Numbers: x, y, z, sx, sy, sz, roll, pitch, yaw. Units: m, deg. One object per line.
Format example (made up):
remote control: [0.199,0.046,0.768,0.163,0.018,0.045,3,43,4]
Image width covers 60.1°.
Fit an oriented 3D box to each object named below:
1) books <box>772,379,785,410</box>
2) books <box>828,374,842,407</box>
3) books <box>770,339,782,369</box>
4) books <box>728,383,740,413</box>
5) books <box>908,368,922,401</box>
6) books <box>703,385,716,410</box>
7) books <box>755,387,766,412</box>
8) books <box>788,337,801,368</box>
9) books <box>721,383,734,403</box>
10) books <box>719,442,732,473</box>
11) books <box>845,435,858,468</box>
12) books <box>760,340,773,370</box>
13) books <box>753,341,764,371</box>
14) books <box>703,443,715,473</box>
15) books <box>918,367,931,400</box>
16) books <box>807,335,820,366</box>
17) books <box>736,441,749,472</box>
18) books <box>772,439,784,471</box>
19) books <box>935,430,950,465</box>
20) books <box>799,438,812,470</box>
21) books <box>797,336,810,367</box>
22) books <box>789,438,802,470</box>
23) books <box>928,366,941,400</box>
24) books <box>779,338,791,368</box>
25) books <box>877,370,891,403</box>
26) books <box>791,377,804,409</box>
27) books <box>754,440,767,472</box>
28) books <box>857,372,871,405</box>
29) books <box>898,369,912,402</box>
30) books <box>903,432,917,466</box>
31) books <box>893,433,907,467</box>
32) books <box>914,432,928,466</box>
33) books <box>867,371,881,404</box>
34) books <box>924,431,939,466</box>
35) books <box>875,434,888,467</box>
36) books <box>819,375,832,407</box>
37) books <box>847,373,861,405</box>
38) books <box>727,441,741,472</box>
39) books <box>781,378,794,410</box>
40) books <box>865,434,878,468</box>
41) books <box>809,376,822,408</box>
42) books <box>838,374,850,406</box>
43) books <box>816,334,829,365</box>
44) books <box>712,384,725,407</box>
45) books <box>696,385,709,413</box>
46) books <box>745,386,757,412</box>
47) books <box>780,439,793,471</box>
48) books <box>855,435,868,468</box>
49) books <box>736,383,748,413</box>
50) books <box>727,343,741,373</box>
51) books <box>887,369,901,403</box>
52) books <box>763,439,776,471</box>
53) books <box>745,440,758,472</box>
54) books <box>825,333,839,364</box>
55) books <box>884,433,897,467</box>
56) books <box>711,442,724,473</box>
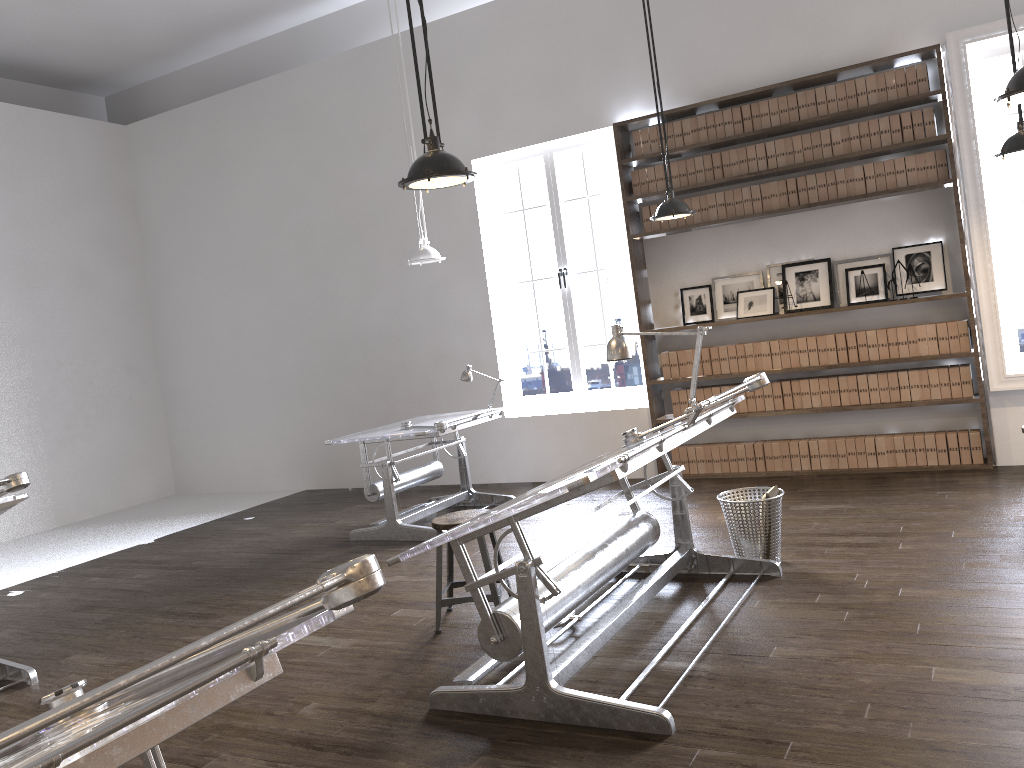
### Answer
books: [2.130,0.084,7.041,0.066,0.225,0.175,-7,2,29]
books: [2.500,0.049,6.834,0.066,0.225,0.175,-7,2,29]
books: [2.108,-0.236,7.020,0.067,0.225,0.175,-7,2,29]
books: [1.828,0.114,7.207,0.066,0.225,0.175,-7,2,29]
books: [2.990,0.002,6.559,0.066,0.225,0.175,-7,2,29]
books: [1.650,0.131,7.307,0.066,0.225,0.175,-7,2,29]
books: [2.007,0.096,7.109,0.066,0.225,0.175,-7,2,29]
books: [2.233,-0.249,6.958,0.066,0.225,0.175,-7,2,29]
books: [1.773,0.119,7.236,0.066,0.225,0.175,-7,2,29]
books: [1.769,0.603,7.282,0.066,0.225,0.175,-7,2,29]
books: [2.623,0.521,6.808,0.066,0.225,0.175,-7,2,29]
books: [2.046,-0.231,7.057,0.066,0.225,0.175,-7,2,29]
books: [1.993,-0.226,7.089,0.066,0.225,0.175,-7,2,29]
books: [1.652,0.614,7.346,0.066,0.225,0.175,-7,2,29]
books: [3.046,-0.004,6.530,0.066,0.225,0.175,-7,2,29]
books: [2.353,-0.260,6.882,0.066,0.225,0.175,-7,2,29]
books: [1.890,0.591,7.210,0.066,0.225,0.175,-7,2,29]
books: [2.140,0.567,7.074,0.066,0.225,0.175,-7,2,29]
books: [3.163,0.469,6.507,0.066,0.225,0.175,-7,2,29]
books: [2.320,0.550,6.972,0.066,0.225,0.175,-7,2,29]
books: [2.292,-0.254,6.920,0.066,0.225,0.175,-7,2,29]
books: [2.255,0.556,7.004,0.066,0.225,0.175,-7,2,29]
books: [3.101,-0.008,6.493,0.067,0.225,0.175,-7,2,29]
books: [2.171,-0.243,6.990,0.066,0.225,0.175,-7,2,29]
books: [2.808,0.019,6.665,0.066,0.225,0.175,-7,2,29]
books: [2.260,0.072,6.969,0.066,0.225,0.175,-7,2,29]
books: [2.017,0.579,7.138,0.067,0.225,0.175,-7,2,29]
books: [2.681,0.032,6.727,0.066,0.225,0.175,-7,2,29]
books: [2.926,0.008,6.592,0.067,0.225,0.175,-7,2,29]
books: [2.978,0.487,6.609,0.066,0.225,0.175,-7,2,29]
books: [2.917,0.493,6.637,0.067,0.225,0.175,-7,2,29]
books: [3.040,0.481,6.575,0.066,0.225,0.175,-7,2,29]
books: [2.745,0.026,6.695,0.066,0.225,0.175,-7,2,29]
books: [3.099,0.475,6.537,0.066,0.225,0.175,-7,2,29]
books: [2.805,0.503,6.702,0.066,0.225,0.175,-7,2,29]
books: [2.441,0.055,6.869,0.066,0.225,0.175,-7,2,29]
books: [2.618,0.038,6.762,0.067,0.225,0.175,-7,2,29]
books: [1.831,0.597,7.248,0.066,0.225,0.175,-7,2,29]
books: [2.193,0.079,7.000,0.067,0.225,0.175,-7,2,29]
books: [2.742,0.510,6.735,0.067,0.225,0.175,-7,2,29]
books: [2.378,0.061,6.899,0.066,0.225,0.175,-7,2,29]
books: [2.565,0.043,6.797,0.066,0.225,0.175,-7,2,29]
books: [2.416,-0.266,6.847,0.067,0.225,0.175,-7,2,29]
books: [1.709,0.125,7.270,0.067,0.225,0.175,-7,2,29]
books: [1.590,0.136,7.342,0.066,0.225,0.175,-7,2,29]
books: [1.945,0.102,7.143,0.066,0.225,0.175,-7,2,29]
books: [2.192,0.563,7.039,0.067,0.225,0.175,-7,2,29]
books: [2.682,0.515,6.773,0.066,0.225,0.175,-7,2,29]
books: [1.884,0.109,7.171,0.067,0.225,0.175,-7,2,29]
books: [1.815,-0.209,7.189,0.066,0.225,0.175,-7,2,29]
books: [2.867,0.014,6.629,0.066,0.225,0.175,-7,2,29]
books: [2.084,0.572,7.107,0.066,0.225,0.175,-7,2,29]
books: [1.954,0.585,7.179,0.066,0.225,0.175,-7,2,29]
books: [2.473,-0.272,6.821,0.066,0.225,0.175,-7,2,29]
books: [2.861,0.498,6.673,0.066,0.225,0.175,-7,2,29]
books: [1.708,0.609,7.309,0.067,0.225,0.175,-7,2,29]
